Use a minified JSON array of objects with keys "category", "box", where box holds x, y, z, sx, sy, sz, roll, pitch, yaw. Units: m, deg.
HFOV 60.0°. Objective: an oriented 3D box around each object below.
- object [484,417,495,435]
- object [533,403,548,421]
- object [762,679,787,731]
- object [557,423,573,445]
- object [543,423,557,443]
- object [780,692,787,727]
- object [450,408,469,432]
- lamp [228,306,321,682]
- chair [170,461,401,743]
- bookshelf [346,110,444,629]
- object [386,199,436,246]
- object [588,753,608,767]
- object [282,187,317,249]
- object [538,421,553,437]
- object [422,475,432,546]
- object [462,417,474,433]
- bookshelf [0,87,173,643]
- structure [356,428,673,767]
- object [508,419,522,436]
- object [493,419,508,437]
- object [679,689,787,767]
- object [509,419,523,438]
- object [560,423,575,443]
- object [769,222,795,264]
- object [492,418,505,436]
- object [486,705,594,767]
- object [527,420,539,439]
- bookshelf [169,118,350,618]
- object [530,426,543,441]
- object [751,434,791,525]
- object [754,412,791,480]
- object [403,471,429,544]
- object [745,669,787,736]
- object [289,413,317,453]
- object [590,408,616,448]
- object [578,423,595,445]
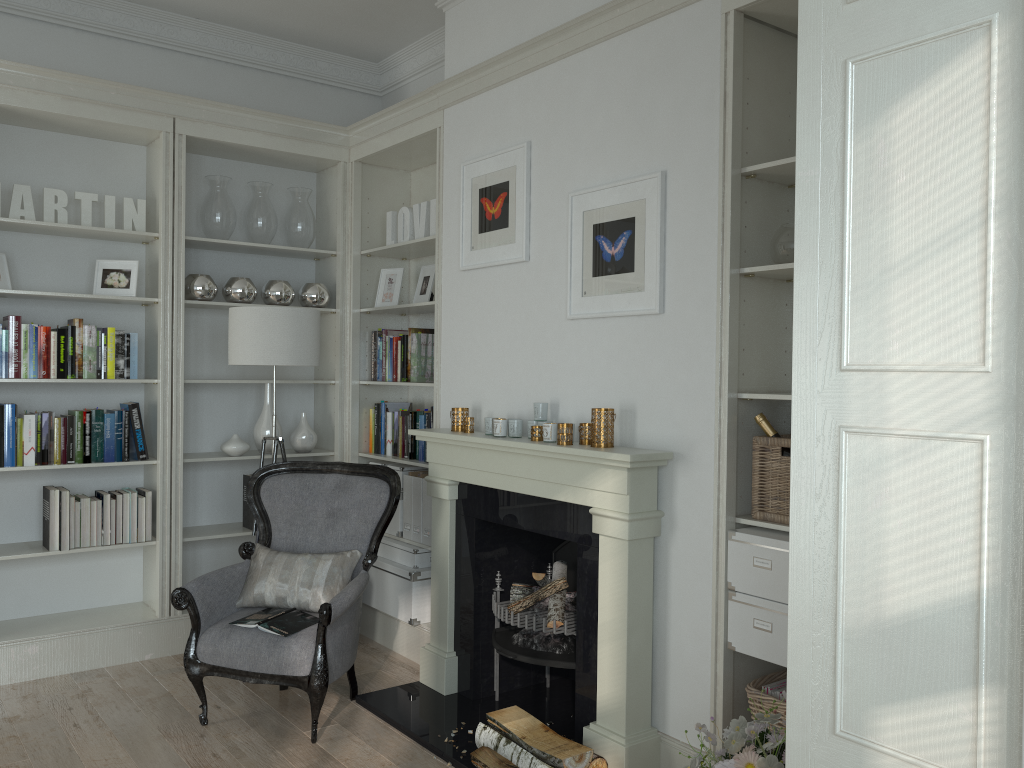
[{"category":"object","box":[-0.088,0.180,3.765,0.060,0.073,0.060,1,1,19]},{"category":"object","box":[0.115,0.112,3.551,0.060,0.073,0.060,1,1,19]},{"category":"object","box":[0.931,1.084,2.883,0.274,0.238,0.088,0,1,-37]},{"category":"object","box":[0.197,0.186,3.292,0.060,0.079,0.060,1,1,24]},{"category":"object","box":[0.147,0.187,3.402,0.060,0.073,0.060,1,1,19]},{"category":"object","box":[0.969,1.085,2.819,0.274,0.238,0.088,0,1,-37]},{"category":"object","box":[-0.233,0.160,3.972,0.080,0.104,0.080,1,1,20]},{"category":"lamp","box":[-1.153,0.511,4.287,0.429,1.739,0.429,1,1,-4]},{"category":"chair","box":[-0.916,0.875,3.793,0.778,1.024,0.763,1,1,18]},{"category":"bookshelf","box":[-0.482,-0.061,4.768,0.399,2.523,0.988,0,1,-37]},{"category":"object","box":[-0.517,-0.847,4.725,0.039,0.216,0.554,0,1,-37]},{"category":"object","box":[0.130,1.322,3.212,0.118,0.123,0.516,0,1,-39]},{"category":"object","box":[-1.224,-0.938,5.109,0.193,0.362,0.193,1,1,36]},{"category":"object","box":[0.133,0.186,3.525,0.060,0.073,0.060,1,1,19]},{"category":"object","box":[-0.286,0.624,4.502,0.294,0.378,0.188,0,1,-37]},{"category":"object","box":[-0.192,0.180,3.877,0.054,0.068,0.047,1,1,-10]},{"category":"bookshelf","box":[-2.215,-0.079,4.322,0.972,2.523,0.399,0,1,-37]},{"category":"structure","box":[0.143,0.816,3.635,1.026,1.191,1.432,0,1,-37]},{"category":"object","box":[0.010,0.182,3.692,0.060,0.073,0.060,1,1,19]},{"category":"object","box":[-0.047,0.182,3.642,0.060,0.073,0.060,1,1,19]},{"category":"object","box":[0.693,1.112,2.199,0.544,0.643,0.570,1,1,44]},{"category":"object","box":[0.015,0.183,3.620,0.060,0.073,0.060,1,1,-14]},{"category":"object","box":[0.211,0.188,3.392,0.060,0.073,0.060,1,1,19]},{"category":"object","box":[0.929,-0.445,2.874,0.185,0.140,0.185,1,1,-17]},{"category":"object","box":[-0.055,0.181,3.706,0.060,0.073,0.060,1,1,19]},{"category":"object","box":[0.084,1.262,3.128,0.150,0.083,0.459,0,1,-35]},{"category":"object","box":[0.091,0.184,3.578,0.060,0.073,0.060,1,1,19]},{"category":"bookshelf","box":[-1.438,-0.076,4.907,0.972,2.523,0.399,0,1,-37]},{"category":"object","box":[0.098,0.193,3.465,0.052,0.058,0.050,1,1,0]},{"category":"object","box":[0.972,0.306,2.860,0.275,0.270,0.276,0,1,-37]},{"category":"object","box":[0.915,0.261,2.839,0.284,0.332,0.095,1,1,32]},{"category":"object","box":[-0.403,0.629,4.657,0.294,0.360,0.188,0,1,-37]},{"category":"object","box":[1.023,1.099,2.751,0.408,0.263,0.554,0,1,-37]},{"category":"object","box":[-1.175,0.274,5.000,0.153,0.225,0.154,1,1,-2]},{"category":"object","box":[0.330,0.159,3.210,0.090,0.140,0.087,1,1,1]},{"category":"object","box":[0.280,0.187,3.314,0.060,0.079,0.060,1,1,20]}]
